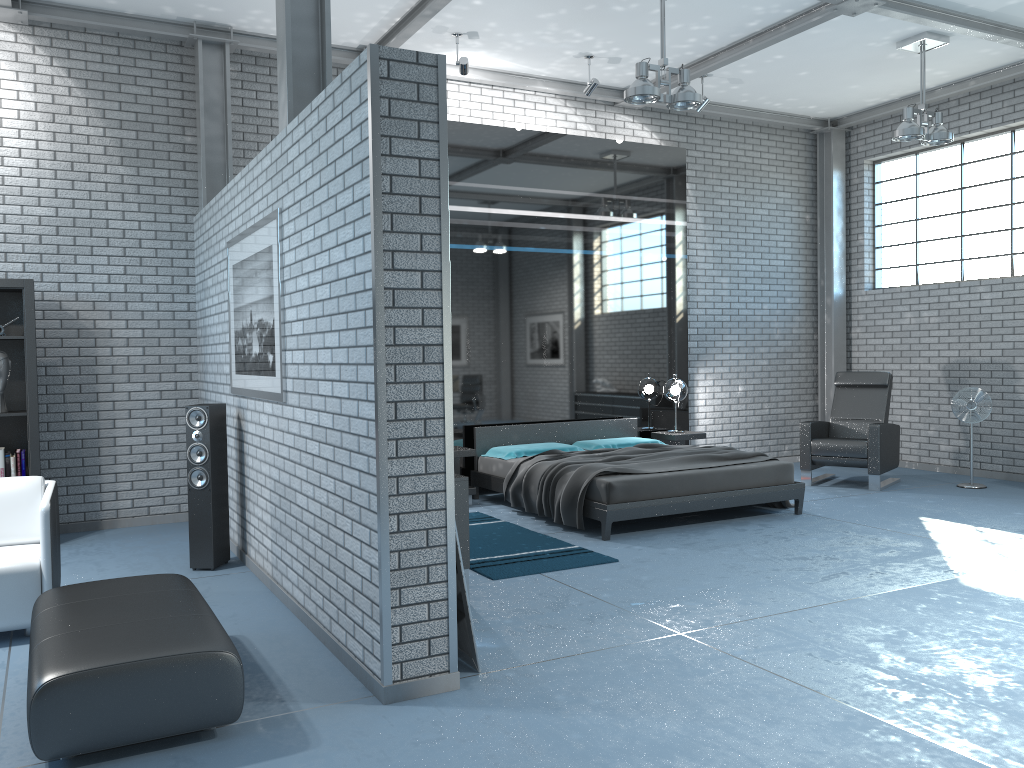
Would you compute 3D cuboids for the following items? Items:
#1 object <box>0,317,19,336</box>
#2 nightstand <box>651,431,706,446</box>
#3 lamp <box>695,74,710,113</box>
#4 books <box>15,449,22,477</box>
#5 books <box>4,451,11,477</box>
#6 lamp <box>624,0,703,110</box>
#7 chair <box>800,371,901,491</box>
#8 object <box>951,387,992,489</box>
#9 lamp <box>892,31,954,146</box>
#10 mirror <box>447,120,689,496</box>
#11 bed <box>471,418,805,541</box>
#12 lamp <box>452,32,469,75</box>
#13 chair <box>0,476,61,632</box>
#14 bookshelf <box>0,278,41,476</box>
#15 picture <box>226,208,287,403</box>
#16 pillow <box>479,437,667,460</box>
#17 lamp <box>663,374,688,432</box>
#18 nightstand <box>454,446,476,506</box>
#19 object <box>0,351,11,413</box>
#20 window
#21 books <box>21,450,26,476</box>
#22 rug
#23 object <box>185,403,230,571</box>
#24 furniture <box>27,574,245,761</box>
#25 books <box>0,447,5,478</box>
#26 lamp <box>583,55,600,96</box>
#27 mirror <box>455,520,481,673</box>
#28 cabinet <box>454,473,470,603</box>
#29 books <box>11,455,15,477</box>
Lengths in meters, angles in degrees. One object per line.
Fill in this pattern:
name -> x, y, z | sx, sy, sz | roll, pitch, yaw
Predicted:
object -> -3.652, -0.409, 6.303 | 0.072, 0.147, 0.322 | 0, 2, 34
nightstand -> 1.715, 0.750, 9.120 | 0.400, 0.501, 0.400 | -2, 2, -28
lamp -> 1.838, -2.818, 8.624 | 0.161, 0.343, 0.137 | 0, 2, 32
books -> -3.531, 0.606, 6.345 | 0.038, 0.270, 0.155 | -2, 2, -28
books -> -3.589, 0.615, 6.321 | 0.038, 0.256, 0.144 | -2, 2, -28
lamp -> 1.089, -2.467, 6.399 | 0.639, 0.872, 0.300 | -2, 2, -28
chair -> 3.386, 0.432, 8.809 | 0.763, 1.099, 0.940 | 0, 2, 37
object -> 4.356, 0.501, 8.404 | 0.342, 0.954, 0.258 | 0, 2, 28
lamp -> 3.567, -2.553, 7.700 | 0.639, 0.872, 0.300 | -2, 2, -28
mirror -> 0.370, -0.716, 8.746 | 3.400, 3.500, 0.050 | -2, 2, -28
bed -> 1.058, 0.732, 7.718 | 2.290, 0.674, 2.261 | -2, 2, -28
lamp -> -0.433, -2.755, 7.418 | 0.137, 0.311, 0.166 | -1, 2, -3
chair -> -2.746, 0.852, 4.519 | 0.767, 0.661, 0.919 | -2, 2, -25
bookshelf -> -4.295, 0.246, 5.996 | 1.930, 1.920, 0.419 | -2, 2, -28
picture -> -1.544, -0.424, 5.286 | 0.020, 1.015, 1.490 | -2, 2, -28
pillow -> 0.610, 0.603, 8.392 | 1.810, 0.115, 0.567 | -2, 2, -28
lamp -> 1.696, 0.193, 9.179 | 0.259, 0.596, 0.250 | -2, 2, -19
nightstand -> -0.586, 0.829, 7.913 | 0.400, 0.501, 0.400 | -2, 2, -28
object -> -3.658, -0.016, 6.312 | 0.156, 0.443, 0.156 | 0, 2, 16
window -> 4.756, -1.812, 9.358 | 0.100, 1.500, 2.200 | -2, 2, -28
books -> -3.502, 0.609, 6.360 | 0.027, 0.263, 0.155 | -2, 2, -28
rug -> -0.196, 1.121, 6.358 | 0.886, 0.012, 2.060 | -2, 2, -28
object -> -1.949, 0.653, 5.683 | 0.159, 1.045, 0.254 | -1, 2, 7
furniture -> -1.533, 1.039, 3.529 | 0.685, 0.301, 1.291 | -2, 2, -28
books -> -3.622, 0.601, 6.292 | 0.046, 0.288, 0.164 | -2, 2, -28
lamp -> 0.697, -2.784, 8.025 | 0.137, 0.332, 0.167 | -2, 2, -38
mirror -> -0.366, 0.717, 3.962 | 0.165, 0.978, 0.674 | -2, 2, -28
cabinet -> -0.975, 0.820, 5.614 | 0.510, 0.682, 2.250 | -2, 2, -28
books -> -3.558, 0.628, 6.331 | 0.026, 0.229, 0.155 | -2, 2, -28
